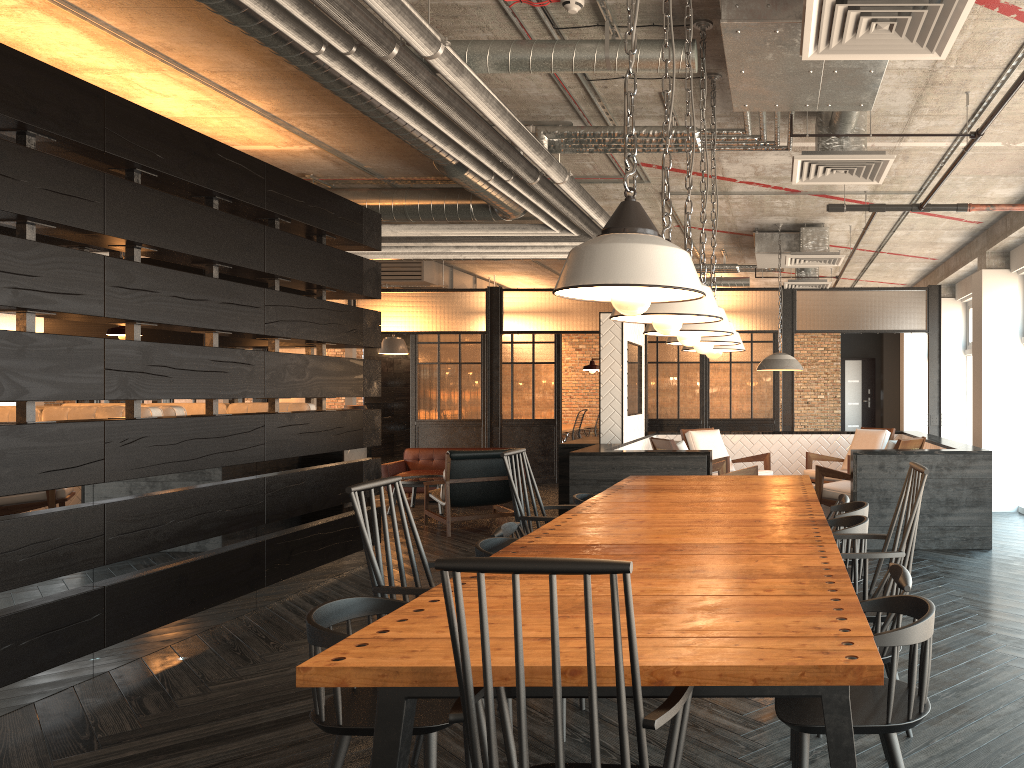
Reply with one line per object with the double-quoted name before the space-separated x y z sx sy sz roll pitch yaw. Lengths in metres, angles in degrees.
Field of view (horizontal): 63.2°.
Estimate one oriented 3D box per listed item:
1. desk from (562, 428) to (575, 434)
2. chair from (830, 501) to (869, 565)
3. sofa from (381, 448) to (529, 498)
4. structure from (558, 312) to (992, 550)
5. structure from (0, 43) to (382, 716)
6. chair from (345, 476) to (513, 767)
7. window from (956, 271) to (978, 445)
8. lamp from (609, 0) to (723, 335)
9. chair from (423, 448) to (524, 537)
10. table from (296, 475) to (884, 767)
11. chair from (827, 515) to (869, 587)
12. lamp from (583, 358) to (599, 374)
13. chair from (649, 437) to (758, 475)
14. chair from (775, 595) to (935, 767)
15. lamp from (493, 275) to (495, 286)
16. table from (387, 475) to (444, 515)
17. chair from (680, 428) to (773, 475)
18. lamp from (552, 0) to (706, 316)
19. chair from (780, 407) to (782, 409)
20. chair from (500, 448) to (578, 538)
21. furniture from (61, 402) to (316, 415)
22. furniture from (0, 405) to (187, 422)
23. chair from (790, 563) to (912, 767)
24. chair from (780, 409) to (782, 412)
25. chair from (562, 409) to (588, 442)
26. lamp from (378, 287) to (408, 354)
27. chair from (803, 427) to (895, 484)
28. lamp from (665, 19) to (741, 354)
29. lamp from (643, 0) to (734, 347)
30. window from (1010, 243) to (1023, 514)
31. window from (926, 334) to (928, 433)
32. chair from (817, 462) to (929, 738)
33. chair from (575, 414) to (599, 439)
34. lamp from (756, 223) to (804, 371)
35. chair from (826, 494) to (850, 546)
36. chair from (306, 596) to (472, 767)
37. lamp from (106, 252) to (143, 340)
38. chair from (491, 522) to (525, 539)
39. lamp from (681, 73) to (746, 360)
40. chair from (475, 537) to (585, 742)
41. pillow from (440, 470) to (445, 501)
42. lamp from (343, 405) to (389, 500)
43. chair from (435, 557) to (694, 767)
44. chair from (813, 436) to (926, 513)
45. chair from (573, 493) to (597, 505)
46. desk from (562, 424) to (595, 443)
"desk" 0.434 1.111 13.500 0.775 0.720 1.710 0 -1 14
"chair" 1.665 0.998 4.400 0.438 0.737 0.385 0 0 8
"sofa" -0.679 1.121 10.297 1.605 0.637 0.681 0 0 3
"structure" 2.636 0.355 8.809 3.897 2.115 3.813 0 0 9
"structure" -4.936 0.007 3.882 6.010 2.741 5.640 0 -1 8
"chair" -0.233 0.838 2.811 0.481 1.032 0.472 0 0 9
"window" 6.136 -0.014 10.791 0.235 2.874 2.595 0 0 17
"lamp" 0.495 -1.024 2.663 0.380 1.737 0.352 0 0 -3
"chair" -0.391 1.018 8.278 0.855 0.795 0.885 0 0 -25
"table" 0.743 0.963 3.485 1.145 0.791 3.905 0 -1 16
"chair" 1.447 0.993 3.894 0.438 0.737 0.385 0 0 8
"lamp" 0.831 -0.192 8.458 0.259 0.171 0.169 0 0 -26
"chair" 1.832 0.951 7.883 1.060 0.907 0.632 0 0 -23
"chair" 0.951 0.977 2.314 0.438 0.737 0.385 0 0 8
"lamp" 0.255 -1.193 14.203 0.286 0.857 3.556 0 -1 17
"table" -0.960 1.242 9.365 0.716 0.372 0.712 0 0 4
"chair" 2.411 0.966 9.419 0.836 0.907 0.795 0 0 -41
"lamp" 0.284 -1.031 1.995 0.423 1.737 0.309 0 0 -40
"chair" 4.584 0.944 15.154 0.686 1.063 0.713 0 0 9
"chair" 0.237 0.853 4.293 0.481 1.032 0.472 0 0 9
"furniture" -2.441 0.767 6.029 1.864 1.260 0.597 0 0 2
"furniture" -2.859 0.754 4.711 1.859 1.260 1.089 0 0 5
"chair" 1.126 0.988 2.834 0.457 0.725 0.384 0 0 7
"chair" 4.060 0.927 13.501 0.686 1.063 0.713 0 0 9
"chair" 0.858 0.938 13.502 0.686 1.063 0.713 0 0 9
"lamp" -1.896 -1.235 13.316 0.509 1.502 0.381 0 0 -29
"chair" 3.875 0.963 9.508 1.083 0.907 0.615 0 0 -32
"lamp" 0.918 -1.011 3.994 0.324 1.737 0.408 0 0 28
"lamp" 0.707 -1.018 3.328 0.335 1.737 0.397 0 0 21
"window" 5.249 -0.042 7.995 0.235 2.874 2.595 0 0 17
"window" 7.023 0.014 13.586 0.235 2.874 2.595 0 0 17
"chair" 1.411 0.839 3.351 0.481 1.032 0.472 0 0 9
"chair" 1.382 0.954 15.154 0.686 1.063 0.713 0 0 9
"lamp" 2.830 -0.917 8.791 0.476 1.544 0.543 0 0 17
"chair" 1.735 1.008 4.847 0.457 0.725 0.384 0 0 7
"chair" -0.318 0.981 2.314 0.438 0.737 0.385 0 0 8
"lamp" -2.551 -0.810 5.474 0.197 1.050 0.190 0 0 1
"chair" 0.167 1.002 3.813 0.457 0.725 0.384 0 0 7
"lamp" 1.129 -1.004 4.660 0.324 1.737 0.408 0 0 28
"chair" 0.088 0.991 3.317 0.438 0.737 0.385 0 0 8
"pillow" -0.334 0.963 8.109 0.776 0.334 0.220 0 0 -29
"lamp" -1.749 0.855 10.454 0.967 1.178 0.470 0 0 -32
"chair" 0.130 0.825 1.698 0.436 1.032 0.519 0 0 15
"chair" 3.370 0.946 7.849 0.798 0.907 0.834 0 0 44
"chair" 0.579 1.006 4.798 0.438 0.737 0.385 0 0 8
"desk" 0.952 1.128 15.134 0.775 0.720 1.710 0 -1 14
